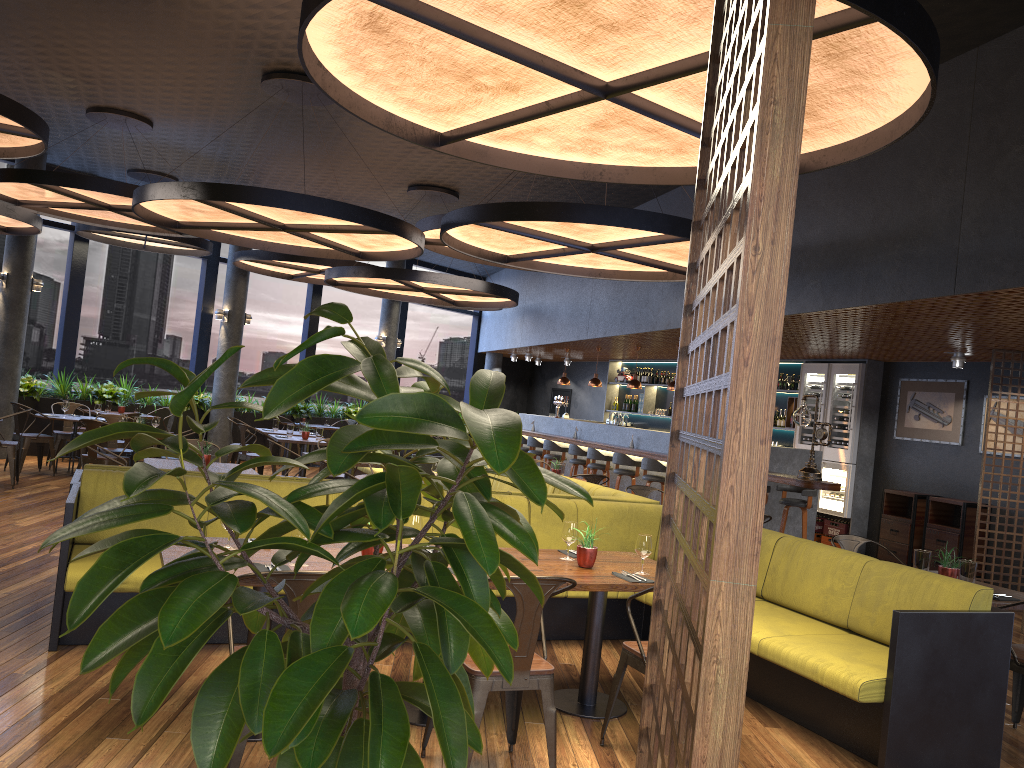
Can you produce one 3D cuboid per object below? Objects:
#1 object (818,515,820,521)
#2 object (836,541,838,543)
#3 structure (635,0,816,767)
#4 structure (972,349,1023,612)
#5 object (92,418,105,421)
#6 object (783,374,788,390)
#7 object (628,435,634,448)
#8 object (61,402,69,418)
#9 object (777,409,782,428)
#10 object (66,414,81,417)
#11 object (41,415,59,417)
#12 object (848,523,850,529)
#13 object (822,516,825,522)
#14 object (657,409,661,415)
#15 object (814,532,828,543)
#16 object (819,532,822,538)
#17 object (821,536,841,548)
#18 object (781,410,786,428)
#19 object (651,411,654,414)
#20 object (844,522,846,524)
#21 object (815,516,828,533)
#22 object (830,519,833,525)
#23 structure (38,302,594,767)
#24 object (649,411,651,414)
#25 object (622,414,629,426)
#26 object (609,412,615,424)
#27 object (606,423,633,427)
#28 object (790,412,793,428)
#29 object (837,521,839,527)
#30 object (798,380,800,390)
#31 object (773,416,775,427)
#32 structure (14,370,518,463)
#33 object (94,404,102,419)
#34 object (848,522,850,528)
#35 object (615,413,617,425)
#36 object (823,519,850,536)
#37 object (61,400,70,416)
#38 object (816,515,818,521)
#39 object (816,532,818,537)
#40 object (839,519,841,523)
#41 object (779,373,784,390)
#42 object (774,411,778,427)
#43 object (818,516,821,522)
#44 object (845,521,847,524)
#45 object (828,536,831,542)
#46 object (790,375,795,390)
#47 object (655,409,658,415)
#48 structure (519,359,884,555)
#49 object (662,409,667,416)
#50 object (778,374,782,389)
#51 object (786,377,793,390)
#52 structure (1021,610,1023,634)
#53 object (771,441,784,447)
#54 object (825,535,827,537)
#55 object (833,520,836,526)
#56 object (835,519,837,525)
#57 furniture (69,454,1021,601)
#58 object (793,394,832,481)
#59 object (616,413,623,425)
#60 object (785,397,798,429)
[{"bbox_3d":[4.444,2.002,12.839,0.056,0.205,0.056,5,-2,43],"label":"object"},{"bbox_3d":[4.487,2.221,12.249,0.056,0.205,0.056,6,-1,-3],"label":"object"},{"bbox_3d":[0.280,0.304,1.391,0.050,2.700,0.852,6,-1,6],"label":"structure"},{"bbox_3d":[5.589,1.044,9.261,1.319,2.700,0.050,6,-1,6],"label":"structure"},{"bbox_3d":[-5.573,0.478,11.961,0.255,0.019,0.157,6,-1,8],"label":"object"},{"bbox_3d":[4.244,-0.027,13.722,0.063,0.254,0.063,5,-1,29],"label":"object"},{"bbox_3d":[1.848,0.879,13.612,0.069,0.203,0.114,7,-1,-34],"label":"object"},{"bbox_3d":[-5.910,0.342,11.725,0.097,0.206,0.097,5,-1,35],"label":"object"},{"bbox_3d":[4.162,0.532,13.751,0.079,0.281,0.079,5,-2,40],"label":"object"},{"bbox_3d":[-6.068,0.431,12.268,0.157,0.019,0.255,7,-2,-37],"label":"object"},{"bbox_3d":[-6.093,0.417,11.730,0.157,0.019,0.255,5,-2,43],"label":"object"},{"bbox_3d":[4.614,2.007,12.175,0.057,0.205,0.056,7,-1,-18],"label":"object"},{"bbox_3d":[4.464,2.002,12.709,0.056,0.205,0.056,7,-2,-37],"label":"object"},{"bbox_3d":[2.799,0.530,16.797,0.084,0.119,0.084,6,-1,21],"label":"object"},{"bbox_3d":[4.324,2.236,12.852,0.277,0.206,0.416,7,-1,-20],"label":"object"},{"bbox_3d":[4.419,2.224,12.711,0.057,0.205,0.056,6,-1,18],"label":"object"},{"bbox_3d":[4.553,2.250,12.332,0.277,0.206,0.416,7,-1,-31],"label":"object"},{"bbox_3d":[4.200,0.534,13.665,0.079,0.281,0.079,7,-1,-30],"label":"object"},{"bbox_3d":[2.692,0.553,16.988,0.042,0.059,0.042,6,-1,28],"label":"object"},{"bbox_3d":[4.558,2.000,12.155,0.056,0.205,0.056,7,-1,-18],"label":"object"},{"bbox_3d":[4.335,2.011,12.852,0.277,0.206,0.416,6,-1,-10],"label":"object"},{"bbox_3d":[4.467,1.995,12.401,0.056,0.205,0.056,7,-1,-33],"label":"object"},{"bbox_3d":[-0.355,0.717,1.834,0.993,1.763,1.166,5,-2,37],"label":"structure"},{"bbox_3d":[2.649,0.549,16.994,0.042,0.059,0.042,6,-1,28],"label":"object"},{"bbox_3d":[1.848,0.593,14.485,0.105,0.209,0.105,6,-1,11],"label":"object"},{"bbox_3d":[1.650,0.575,14.661,0.105,0.209,0.105,6,-1,11],"label":"object"},{"bbox_3d":[1.759,0.681,14.575,0.273,0.019,0.437,7,-1,-24],"label":"object"},{"bbox_3d":[4.274,0.486,13.439,0.091,0.369,0.092,5,-1,35],"label":"object"},{"bbox_3d":[4.510,1.997,12.274,0.056,0.205,0.056,6,-1,7],"label":"object"},{"bbox_3d":[4.375,-0.033,13.413,0.079,0.281,0.079,6,-1,-15],"label":"object"},{"bbox_3d":[4.074,0.539,13.845,0.063,0.254,0.063,5,-1,29],"label":"object"},{"bbox_3d":[-4.718,0.734,16.609,0.808,1.413,17.112,5,-2,41],"label":"structure"},{"bbox_3d":[-5.659,0.378,12.108,0.097,0.206,0.097,7,-1,-19],"label":"object"},{"bbox_3d":[4.655,2.013,12.263,0.056,0.205,0.056,5,-2,42],"label":"object"},{"bbox_3d":[1.743,0.583,14.570,0.105,0.209,0.105,6,-1,11],"label":"object"},{"bbox_3d":[4.589,2.027,12.344,0.277,0.206,0.416,7,-1,-21],"label":"object"},{"bbox_3d":[-6.093,0.331,12.100,0.097,0.206,0.097,7,-2,-37],"label":"object"},{"bbox_3d":[4.386,1.995,12.763,0.057,0.205,0.056,6,-1,3],"label":"object"},{"bbox_3d":[4.351,2.216,12.686,0.056,0.205,0.056,7,-1,-17],"label":"object"},{"bbox_3d":[4.625,2.016,12.530,0.057,0.205,0.056,7,-1,-23],"label":"object"},{"bbox_3d":[4.158,-0.038,13.668,0.063,0.254,0.063,6,-1,4],"label":"object"},{"bbox_3d":[4.147,0.548,13.887,0.063,0.254,0.063,7,-1,-16],"label":"object"},{"bbox_3d":[4.404,1.995,12.697,0.057,0.205,0.056,6,-1,28],"label":"object"},{"bbox_3d":[4.636,2.012,12.322,0.056,0.205,0.056,6,-1,7],"label":"object"},{"bbox_3d":[4.423,2.217,12.367,0.056,0.205,0.056,7,-2,-43],"label":"object"},{"bbox_3d":[4.335,-0.019,13.673,0.063,0.254,0.063,7,-1,-16],"label":"object"},{"bbox_3d":[2.765,0.528,16.875,0.084,0.119,0.084,6,-1,21],"label":"object"},{"bbox_3d":[2.594,0.825,14.205,2.700,2.700,9.298,7,-1,-24],"label":"structure"},{"bbox_3d":[2.869,0.535,16.638,0.084,0.119,0.084,6,-1,21],"label":"object"},{"bbox_3d":[4.175,-0.034,13.779,0.063,0.254,0.063,6,-1,19],"label":"object"},{"bbox_3d":[4.242,-0.007,13.571,0.097,0.206,0.097,5,-1,35],"label":"object"},{"bbox_3d":[5.460,1.005,8.065,1.319,2.700,0.050,6,-1,6],"label":"structure"},{"bbox_3d":[4.101,1.138,13.757,0.204,0.492,0.310,7,-1,-24],"label":"object"},{"bbox_3d":[4.386,2.214,12.420,0.056,0.205,0.056,5,-1,32],"label":"object"},{"bbox_3d":[4.484,1.996,12.336,0.056,0.205,0.056,5,-1,32],"label":"object"},{"bbox_3d":[4.563,2.008,12.509,0.056,0.205,0.056,7,-1,-18],"label":"object"},{"bbox_3d":[-0.972,1.191,7.267,4.895,0.914,7.462,7,-1,-29],"label":"furniture"},{"bbox_3d":[3.329,0.586,9.849,0.263,0.944,0.566,7,-1,-31],"label":"object"},{"bbox_3d":[1.746,0.581,14.432,0.105,0.209,0.105,6,-1,11],"label":"object"},{"bbox_3d":[4.306,0.442,13.373,0.161,0.475,0.300,7,-1,-24],"label":"object"}]
